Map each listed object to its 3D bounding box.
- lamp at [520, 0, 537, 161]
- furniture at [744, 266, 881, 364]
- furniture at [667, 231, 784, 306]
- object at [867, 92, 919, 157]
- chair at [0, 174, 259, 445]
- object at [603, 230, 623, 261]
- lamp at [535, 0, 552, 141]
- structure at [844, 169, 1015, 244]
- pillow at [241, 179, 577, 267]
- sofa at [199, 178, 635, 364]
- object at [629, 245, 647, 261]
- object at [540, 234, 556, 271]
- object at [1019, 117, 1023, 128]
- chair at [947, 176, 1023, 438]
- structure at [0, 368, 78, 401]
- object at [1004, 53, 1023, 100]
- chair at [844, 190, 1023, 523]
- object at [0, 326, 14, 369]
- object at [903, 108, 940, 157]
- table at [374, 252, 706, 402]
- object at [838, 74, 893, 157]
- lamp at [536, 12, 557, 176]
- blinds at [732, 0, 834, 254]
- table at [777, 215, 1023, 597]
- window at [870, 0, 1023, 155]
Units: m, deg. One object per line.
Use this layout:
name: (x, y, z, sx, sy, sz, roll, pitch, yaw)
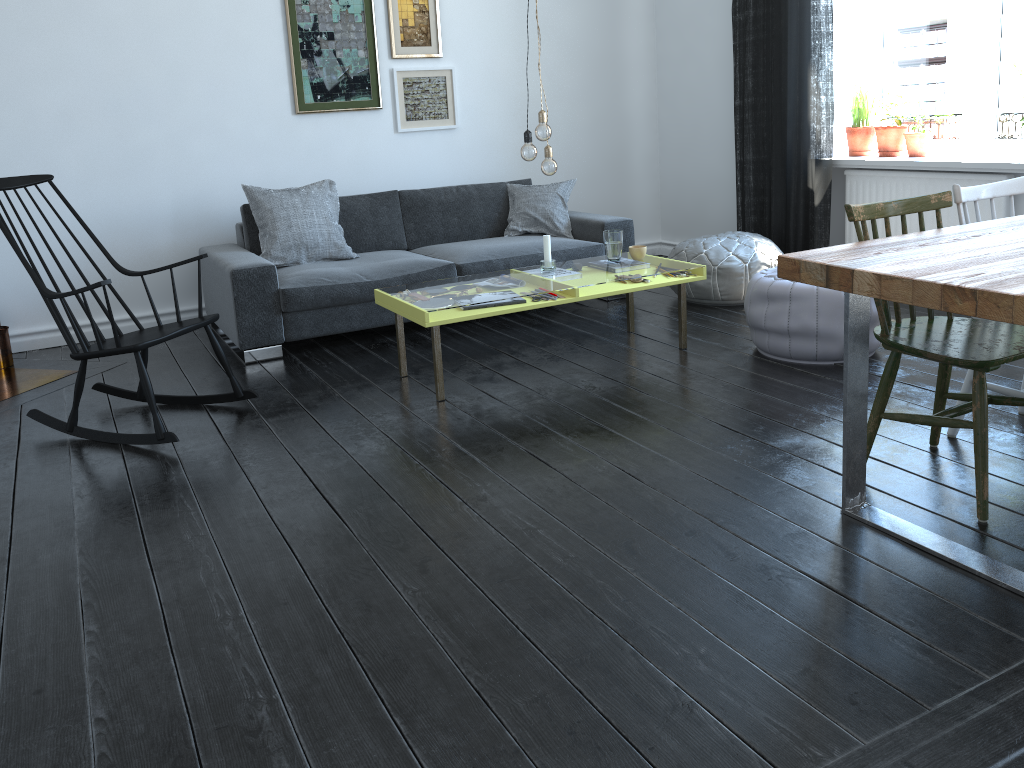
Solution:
lamp: (0.038, -1.690, 3.709, 0.086, 1.464, 0.076, 1, 12, 24)
furniture: (1.385, -0.336, 4.016, 0.616, 0.410, 0.625, -13, 18, -31)
furniture: (1.260, -0.700, 5.209, 0.684, 0.373, 0.692, -11, 17, -26)
object: (2.227, -1.517, 5.143, 0.235, 0.361, 0.263, -7, 13, -15)
chair: (-1.592, -0.331, 3.493, 0.906, 0.983, 0.627, 1, 13, 18)
object: (0.500, -0.681, 4.335, 0.098, 0.143, 0.100, 2, 14, 23)
lamp: (0.096, -1.778, 3.713, 0.074, 1.464, 0.076, 0, 11, 20)
structure: (2.252, -0.846, 4.812, 0.074, 0.613, 1.084, -9, 16, -26)
pillow: (-0.539, -1.042, 5.300, 2.068, 0.481, 0.487, -10, 15, -22)
sofa: (-0.534, -0.777, 5.220, 2.392, 0.707, 1.104, -12, 17, -26)
object: (0.616, -0.640, 4.314, 0.087, 0.065, 0.089, -3, 15, 1)
object: (0.168, -0.623, 4.167, 0.074, 0.169, 0.076, -2, 12, 8)
object: (2.617, -1.223, 4.227, 0.287, 0.288, 0.290, -9, 15, -22)
chair: (1.678, -0.227, 2.796, 0.470, 0.823, 0.518, -10, 14, -26)
structure: (-2.953, -1.366, 3.996, 1.270, 2.826, 0.795, 0, 12, 18)
object: (2.638, -1.410, 4.387, 0.329, 0.553, 0.402, 3, 14, 26)
chair: (1.271, -0.120, 2.549, 0.471, 0.808, 0.493, -10, 14, -28)
object: (-2.687, -0.183, 4.561, 0.176, 0.195, 0.174, -13, 17, -36)
object: (2.307, -1.420, 4.966, 0.195, 0.271, 0.180, 4, 15, 29)
table: (0.149, -0.294, 4.044, 1.412, 0.390, 0.611, -12, 17, -26)
object: (2.131, -1.630, 5.316, 0.339, 0.488, 0.303, -15, 17, -43)
lamp: (0.125, -1.643, 3.778, 0.074, 1.464, 0.091, -4, 11, -3)
blinds: (1.594, -2.092, 5.316, 0.113, 2.907, 0.816, -9, 12, -27)
table: (1.957, -0.094, 2.513, 2.245, 0.700, 1.036, -12, 17, -26)
window: (2.560, -2.230, 4.717, 0.108, 1.942, 1.596, -9, 14, -26)
